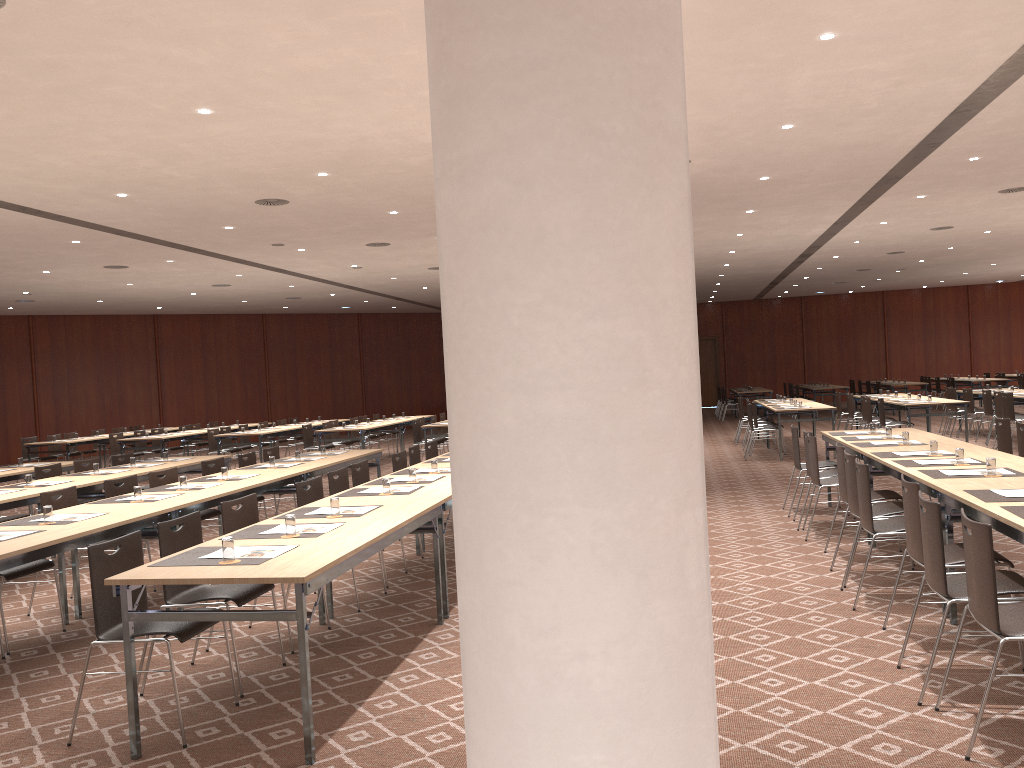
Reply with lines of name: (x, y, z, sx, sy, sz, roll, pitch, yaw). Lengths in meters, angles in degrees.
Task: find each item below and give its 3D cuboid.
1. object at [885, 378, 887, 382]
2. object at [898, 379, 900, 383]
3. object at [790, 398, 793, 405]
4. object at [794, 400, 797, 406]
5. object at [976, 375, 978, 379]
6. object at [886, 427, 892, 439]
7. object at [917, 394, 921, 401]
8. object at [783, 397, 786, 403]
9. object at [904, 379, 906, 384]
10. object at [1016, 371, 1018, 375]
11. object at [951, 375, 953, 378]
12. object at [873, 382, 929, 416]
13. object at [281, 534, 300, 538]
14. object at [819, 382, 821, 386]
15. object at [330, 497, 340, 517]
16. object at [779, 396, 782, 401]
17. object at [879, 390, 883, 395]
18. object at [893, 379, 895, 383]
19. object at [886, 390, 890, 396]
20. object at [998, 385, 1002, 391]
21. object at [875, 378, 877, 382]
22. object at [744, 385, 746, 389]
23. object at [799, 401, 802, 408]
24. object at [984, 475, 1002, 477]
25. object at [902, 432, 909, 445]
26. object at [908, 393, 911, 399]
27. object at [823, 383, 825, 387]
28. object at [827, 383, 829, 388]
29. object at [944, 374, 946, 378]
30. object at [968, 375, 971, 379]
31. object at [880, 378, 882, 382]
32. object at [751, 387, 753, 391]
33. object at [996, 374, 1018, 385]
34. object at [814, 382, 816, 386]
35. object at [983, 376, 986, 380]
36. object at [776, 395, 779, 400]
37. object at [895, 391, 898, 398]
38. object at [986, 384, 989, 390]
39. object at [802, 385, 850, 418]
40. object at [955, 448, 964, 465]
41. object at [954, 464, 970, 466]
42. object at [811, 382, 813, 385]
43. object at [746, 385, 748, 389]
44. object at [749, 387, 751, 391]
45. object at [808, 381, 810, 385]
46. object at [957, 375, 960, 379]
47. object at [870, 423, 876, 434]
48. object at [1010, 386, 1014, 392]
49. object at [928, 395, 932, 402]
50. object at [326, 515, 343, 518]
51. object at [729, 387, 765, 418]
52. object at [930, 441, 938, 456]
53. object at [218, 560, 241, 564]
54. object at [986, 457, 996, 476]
object: (11.063, -0.109, 26.240, 0.054, 0.114, 0.054, -4, 1, -23)
object: (10.757, -0.077, 24.647, 0.054, 0.114, 0.054, -4, 1, -23)
object: (5.043, 0.318, 16.010, 0.054, 0.114, 0.054, -4, 1, -23)
object: (4.916, 0.331, 15.382, 0.054, 0.114, 0.054, -4, 1, -23)
object: (12.726, -0.181, 24.259, 0.054, 0.114, 0.054, -2, 1, 45)
object: (3.613, 0.468, 8.500, 0.054, 0.114, 0.054, -2, 1, 45)
object: (6.890, 0.227, 14.998, 0.054, 0.114, 0.054, -3, 1, 0)
object: (5.223, 0.299, 16.977, 0.054, 0.114, 0.054, -2, 1, 45)
object: (10.636, -0.065, 24.009, 0.054, 0.114, 0.054, -4, 1, -23)
object: (15.224, -0.342, 26.754, 0.054, 0.114, 0.054, -4, 1, -23)
object: (13.147, -0.226, 26.505, 0.054, 0.114, 0.054, -4, 1, -23)
object: (10.861, 0.393, 24.809, 0.953, 0.833, 2.266, -3, 1, 11)
object: (-1.201, 0.825, 4.808, 0.102, 0.001, 0.102, -3, 1, -23)
object: (8.924, 0.013, 25.663, 0.054, 0.114, 0.054, -2, 1, 45)
object: (-1.088, 0.755, 5.456, 0.054, 0.114, 0.054, -2, 1, 45)
object: (5.340, 0.287, 17.612, 0.054, 0.114, 0.054, -2, 1, 45)
object: (7.432, 0.170, 17.861, 0.054, 0.114, 0.054, -2, 1, 45)
object: (10.888, -0.091, 25.288, 0.054, 0.114, 0.054, -4, 1, -23)
object: (7.306, 0.183, 17.231, 0.054, 0.114, 0.054, -2, 1, 45)
object: (9.276, 0.078, 16.855, 0.054, 0.114, 0.054, -4, 1, -23)
object: (11.306, -0.135, 27.516, 0.054, 0.114, 0.054, -4, 1, -23)
object: (7.270, 0.085, 27.626, 0.054, 0.114, 0.054, -4, 1, -23)
object: (4.794, 0.344, 14.734, 0.054, 0.114, 0.054, -4, 1, -23)
object: (3.057, 0.583, 5.635, 0.102, 0.001, 0.102, -3, 1, -23)
object: (3.490, 0.481, 7.858, 0.054, 0.114, 0.054, -4, 1, -23)
object: (7.003, 0.214, 15.630, 0.054, 0.114, 0.054, -3, 1, 0)
object: (8.808, 0.026, 25.028, 0.054, 0.114, 0.054, -2, 1, 45)
object: (8.683, 0.039, 24.393, 0.054, 0.114, 0.054, -2, 1, 45)
object: (13.266, -0.239, 27.147, 0.054, 0.114, 0.054, -4, 1, -23)
object: (12.846, -0.194, 24.905, 0.054, 0.114, 0.054, -2, 1, 45)
object: (11.194, -0.123, 26.886, 0.054, 0.114, 0.054, -4, 1, -23)
object: (6.712, 0.143, 24.777, 0.054, 0.114, 0.054, -2, 1, 45)
object: (15.210, 0.141, 26.281, 0.953, 0.833, 2.266, -3, 1, 11)
object: (9.097, -0.005, 26.626, 0.054, 0.114, 0.054, -4, 1, -23)
object: (12.593, -0.168, 23.630, 0.054, 0.114, 0.054, -2, 1, 45)
object: (5.460, 0.274, 18.237, 0.054, 0.114, 0.054, -2, 1, 45)
object: (7.193, 0.195, 16.596, 0.054, 0.114, 0.054, -2, 1, 45)
object: (9.388, 0.066, 17.495, 0.054, 0.114, 0.054, -4, 1, -23)
object: (8.900, 0.497, 25.187, 0.953, 0.833, 2.266, -3, 1, 11)
object: (3.175, 0.513, 6.288, 0.054, 0.114, 0.054, -4, 1, -23)
object: (3.182, 0.571, 6.270, 0.102, 0.001, 0.102, -3, 1, -23)
object: (9.222, -0.018, 27.254, 0.054, 0.114, 0.054, -4, 1, -23)
object: (7.155, 0.098, 26.997, 0.054, 0.114, 0.054, -4, 1, -23)
object: (6.831, 0.130, 25.411, 0.054, 0.114, 0.054, -2, 1, 45)
object: (9.345, -0.031, 27.898, 0.054, 0.114, 0.054, -4, 1, -23)
object: (13.021, -0.213, 25.863, 0.054, 0.114, 0.054, -4, 1, -23)
object: (3.719, 0.456, 9.140, 0.054, 0.114, 0.054, -4, 1, -23)
object: (9.141, 0.092, 16.202, 0.054, 0.114, 0.054, -4, 1, -23)
object: (6.761, 0.240, 14.351, 0.054, 0.114, 0.054, -3, 1, 0)
object: (-1.088, 0.812, 5.439, 0.102, 0.001, 0.102, -3, 1, -23)
object: (7.365, 0.556, 27.794, 0.953, 0.833, 2.266, -3, 1, 11)
object: (3.294, 0.501, 6.924, 0.054, 0.114, 0.054, -4, 1, -23)
object: (-1.329, 0.838, 4.174, 0.102, 0.001, 0.102, -3, 1, -23)
object: (3.048, 0.526, 5.639, 0.054, 0.114, 0.054, -4, 1, -23)
